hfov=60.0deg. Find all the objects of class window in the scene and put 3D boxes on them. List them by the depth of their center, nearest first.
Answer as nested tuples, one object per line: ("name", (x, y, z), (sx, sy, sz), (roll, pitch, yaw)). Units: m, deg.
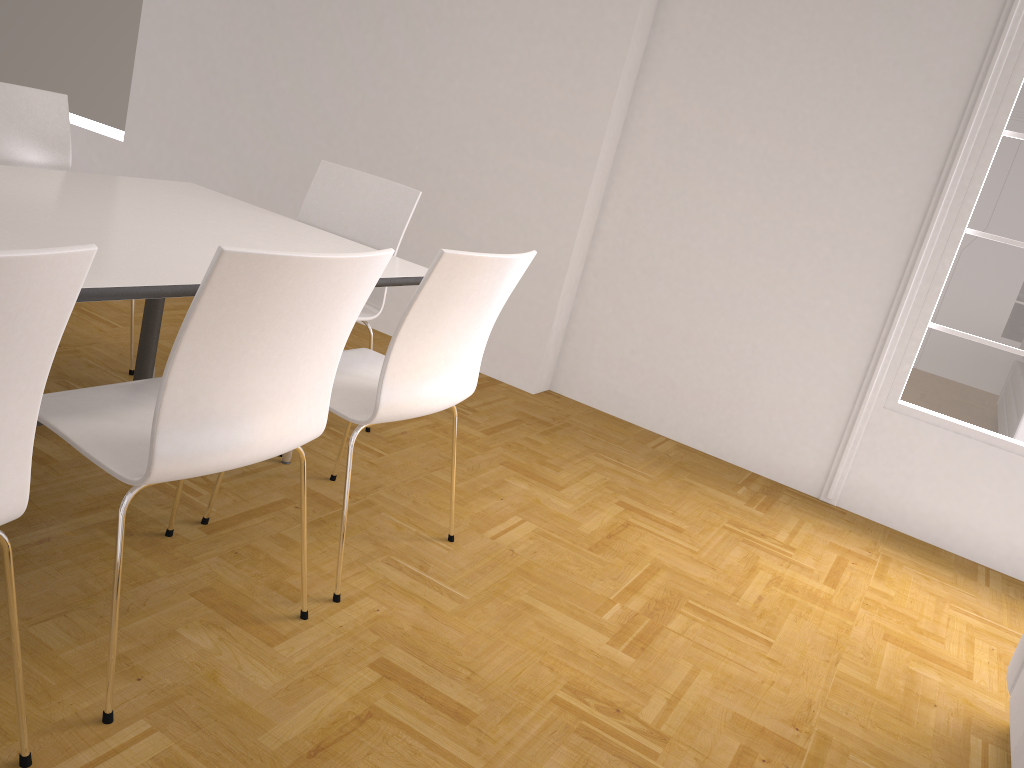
("window", (3.153, -0.082, 3.057), (3.360, 2.515, 0.196), (22, 16, 25))

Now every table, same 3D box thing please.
("table", (-1.376, -0.076, 2.180), (1.214, 0.719, 2.416), (22, 17, 24))

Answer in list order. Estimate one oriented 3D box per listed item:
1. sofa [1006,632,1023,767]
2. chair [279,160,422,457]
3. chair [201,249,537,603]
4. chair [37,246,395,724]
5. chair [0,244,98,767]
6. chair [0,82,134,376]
("sofa", (1.222, 0.835, 1.162), (0.825, 0.844, 2.628), (22, 17, 24))
("chair", (-0.758, -0.316, 3.217), (0.562, 0.926, 0.576), (22, 16, 24))
("chair", (-0.366, 0.014, 2.435), (0.577, 0.926, 0.562), (22, 16, 24))
("chair", (-0.678, 0.097, 1.858), (0.577, 0.926, 0.562), (22, 16, 24))
("chair", (-1.010, 0.185, 1.244), (0.577, 0.926, 0.562), (22, 16, 24))
("chair", (-1.675, -0.526, 3.094), (0.577, 0.926, 0.562), (22, 16, 24))
